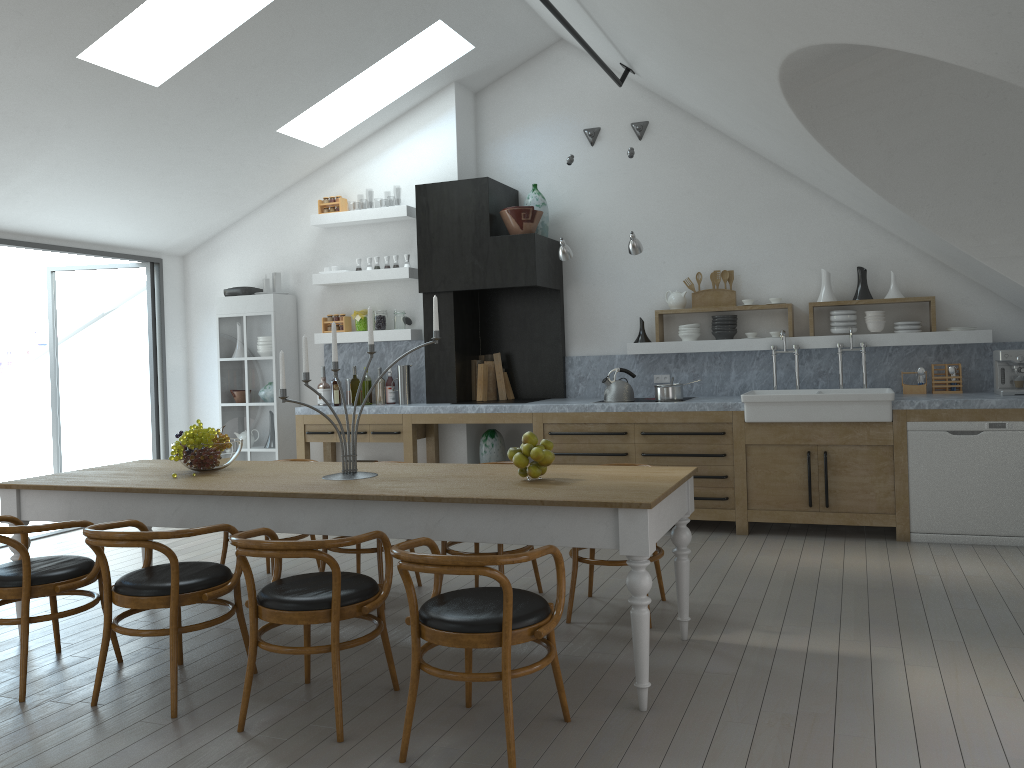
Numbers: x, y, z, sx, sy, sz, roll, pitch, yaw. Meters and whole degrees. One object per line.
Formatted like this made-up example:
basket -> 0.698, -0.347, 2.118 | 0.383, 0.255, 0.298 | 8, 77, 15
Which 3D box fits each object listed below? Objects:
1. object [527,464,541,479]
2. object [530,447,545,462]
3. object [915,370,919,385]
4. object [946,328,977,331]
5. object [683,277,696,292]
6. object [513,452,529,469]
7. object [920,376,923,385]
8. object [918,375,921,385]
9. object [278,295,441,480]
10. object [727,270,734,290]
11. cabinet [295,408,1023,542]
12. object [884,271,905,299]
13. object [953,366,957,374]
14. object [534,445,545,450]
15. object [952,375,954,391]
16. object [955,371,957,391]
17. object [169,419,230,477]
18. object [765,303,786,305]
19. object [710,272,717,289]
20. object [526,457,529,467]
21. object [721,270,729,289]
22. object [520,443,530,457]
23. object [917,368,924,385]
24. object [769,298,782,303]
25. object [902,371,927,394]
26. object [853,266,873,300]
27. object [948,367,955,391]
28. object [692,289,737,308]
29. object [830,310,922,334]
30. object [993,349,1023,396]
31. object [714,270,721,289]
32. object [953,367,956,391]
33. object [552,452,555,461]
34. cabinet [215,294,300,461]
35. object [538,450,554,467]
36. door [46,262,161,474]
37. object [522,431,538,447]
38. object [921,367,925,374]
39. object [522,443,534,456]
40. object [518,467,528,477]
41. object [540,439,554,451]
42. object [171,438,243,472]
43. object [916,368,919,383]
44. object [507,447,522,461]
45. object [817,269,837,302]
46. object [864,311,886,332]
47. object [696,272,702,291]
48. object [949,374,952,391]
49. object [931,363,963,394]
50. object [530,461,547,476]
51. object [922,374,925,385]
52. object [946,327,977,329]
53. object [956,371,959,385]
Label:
object -> 0.096, 0.382, 3.877 | 0.064, 0.063, 0.063 | -1, 1, 32
object -> 0.110, 0.305, 3.839 | 0.062, 0.063, 0.063 | -2, 1, -16
object -> 3.056, -0.016, 6.673 | 0.044, 0.178, 0.019 | -2, 0, -14
object -> 3.365, -0.402, 6.637 | 0.213, 0.025, 0.213 | -2, 2, 9
object -> 1.523, -0.765, 7.382 | 0.199, 0.259, 0.016 | -1, 0, 32
object -> 0.038, 0.334, 3.874 | 0.070, 0.072, 0.071 | -2, 1, -14
object -> 3.082, -0.026, 6.670 | 0.018, 0.196, 0.023 | -2, 0, 16
object -> 3.078, -0.026, 6.691 | 0.018, 0.196, 0.020 | -2, 0, 31
object -> -0.720, 0.007, 4.265 | 0.775, 0.875, 0.265 | -2, 0, -5
object -> 1.795, -0.787, 7.280 | 0.057, 0.294, 0.030 | -2, 0, 21
cabinet -> 1.270, 0.697, 7.059 | 6.426, 1.022, 1.004 | -1, 1, 21
object -> 2.935, -0.762, 6.813 | 0.156, 0.218, 0.156 | -2, 1, 3
object -> 3.304, -0.035, 6.638 | 0.042, 0.192, 0.040 | -2, 0, -20
object -> 0.121, 0.293, 3.924 | 0.053, 0.050, 0.053 | -2, 1, -8
object -> 3.294, -0.031, 6.622 | 0.018, 0.196, 0.023 | -2, 0, 29
object -> 3.304, -0.031, 6.601 | 0.022, 0.196, 0.019 | -2, 0, 22
object -> -1.623, 0.320, 4.646 | 0.292, 0.284, 0.394 | -2, 1, -15
object -> 2.121, -0.641, 7.128 | 0.164, 0.012, 0.164 | -1, 2, 39
object -> 1.669, -0.786, 7.328 | 0.061, 0.299, 0.040 | -2, 0, 19
object -> 0.049, 0.349, 3.978 | 0.059, 0.056, 0.060 | -2, 1, 16
object -> 1.754, -0.786, 7.276 | 0.067, 0.298, 0.039 | -2, 0, 21
object -> 0.071, 0.293, 3.979 | 0.072, 0.071, 0.066 | -2, 1, -9
object -> 3.075, -0.028, 6.652 | 0.042, 0.192, 0.040 | -2, 0, -32
object -> 2.120, -0.664, 7.128 | 0.098, 0.048, 0.098 | -1, 2, 19
object -> 3.049, -0.011, 6.717 | 0.173, 0.171, 0.100 | -2, 1, 23
object -> 2.722, -0.782, 6.886 | 0.156, 0.268, 0.156 | -2, 1, 26
object -> 3.277, -0.033, 6.598 | 0.042, 0.192, 0.040 | -2, 0, -18
object -> 1.667, -0.706, 7.319 | 0.353, 0.157, 0.084 | -1, 1, 21
object -> 2.803, -0.479, 6.842 | 0.656, 0.196, 0.198 | -1, 1, 21
object -> 3.570, -0.080, 6.185 | 0.324, 0.320, 0.387 | -2, 1, 21
object -> 1.694, -0.785, 7.297 | 0.057, 0.299, 0.019 | -2, 0, 21
object -> 3.293, -0.031, 6.601 | 0.018, 0.196, 0.020 | -2, 0, 43
object -> 0.164, 0.325, 3.937 | 0.053, 0.053, 0.051 | -2, 1, 13
cabinet -> -2.363, 0.175, 8.290 | 0.641, 1.990, 0.361 | -2, 0, 21
object -> 0.145, 0.325, 3.885 | 0.077, 0.076, 0.076 | -2, 1, -12
door -> -3.921, 0.028, 8.522 | 1.051, 2.347, 0.080 | -2, 0, 6
object -> 0.080, 0.247, 3.931 | 0.072, 0.074, 0.072 | -2, 1, 21
object -> 3.093, -0.030, 6.698 | 0.042, 0.192, 0.040 | -2, 0, -31
object -> 0.069, 0.288, 3.878 | 0.053, 0.057, 0.058 | -1, 1, 36
object -> 0.052, 0.389, 3.931 | 0.051, 0.050, 0.050 | -1, 1, 25
object -> 0.155, 0.275, 3.962 | 0.062, 0.059, 0.062 | -2, 1, 22
object -> -1.599, 0.382, 4.664 | 0.360, 0.159, 0.360 | -2, 2, 2
object -> 3.068, -0.026, 6.688 | 0.022, 0.196, 0.019 | -2, 0, 9
object -> 0.016, 0.313, 3.932 | 0.072, 0.064, 0.071 | -2, 1, 15
object -> 2.478, -0.777, 6.984 | 0.156, 0.268, 0.156 | -2, 1, 10
object -> 2.795, -0.480, 6.819 | 0.154, 0.160, 0.158 | -3, 1, -41
object -> 1.558, -0.784, 7.371 | 0.055, 0.299, 0.027 | -2, 0, 21
object -> 3.290, -0.022, 6.639 | 0.019, 0.178, 0.044 | -2, 0, 19
object -> 3.259, -0.042, 6.646 | 0.200, 0.223, 0.104 | -2, 0, 21
object -> 0.117, 0.372, 3.948 | 0.078, 0.074, 0.080 | -2, 1, -24
object -> 3.090, -0.016, 6.655 | 0.019, 0.178, 0.044 | -2, 0, 6
object -> 3.365, -0.410, 6.637 | 0.213, 0.025, 0.213 | -2, 2, 9
object -> 3.320, -0.023, 6.614 | 0.044, 0.178, 0.019 | -2, 0, -1
